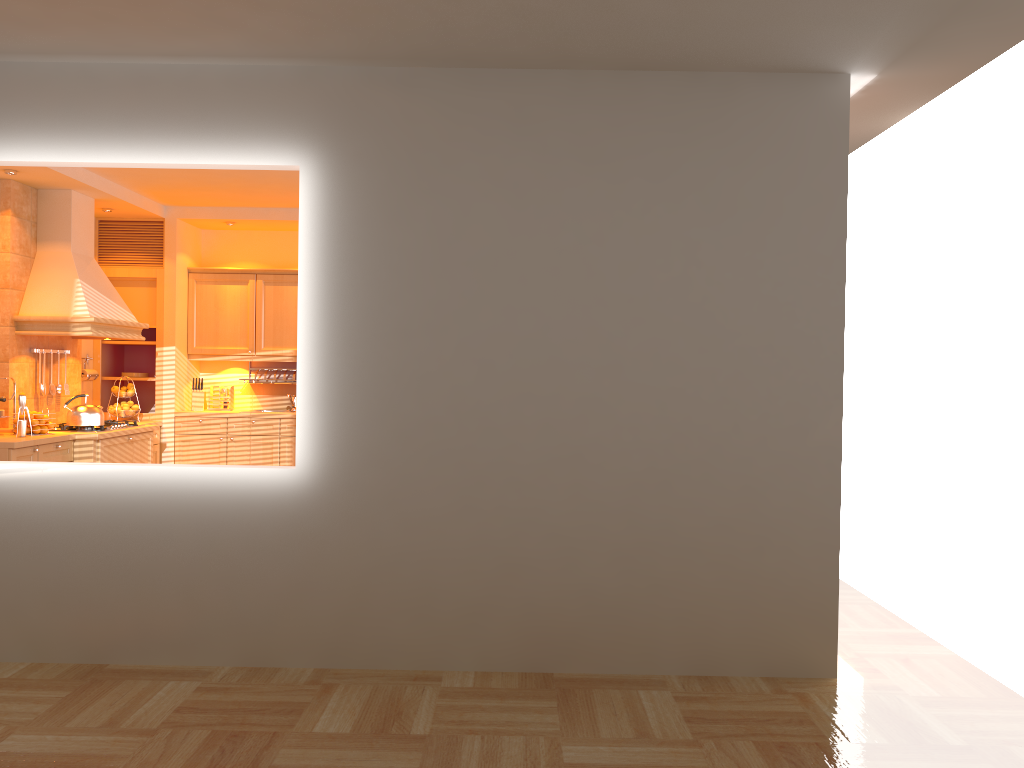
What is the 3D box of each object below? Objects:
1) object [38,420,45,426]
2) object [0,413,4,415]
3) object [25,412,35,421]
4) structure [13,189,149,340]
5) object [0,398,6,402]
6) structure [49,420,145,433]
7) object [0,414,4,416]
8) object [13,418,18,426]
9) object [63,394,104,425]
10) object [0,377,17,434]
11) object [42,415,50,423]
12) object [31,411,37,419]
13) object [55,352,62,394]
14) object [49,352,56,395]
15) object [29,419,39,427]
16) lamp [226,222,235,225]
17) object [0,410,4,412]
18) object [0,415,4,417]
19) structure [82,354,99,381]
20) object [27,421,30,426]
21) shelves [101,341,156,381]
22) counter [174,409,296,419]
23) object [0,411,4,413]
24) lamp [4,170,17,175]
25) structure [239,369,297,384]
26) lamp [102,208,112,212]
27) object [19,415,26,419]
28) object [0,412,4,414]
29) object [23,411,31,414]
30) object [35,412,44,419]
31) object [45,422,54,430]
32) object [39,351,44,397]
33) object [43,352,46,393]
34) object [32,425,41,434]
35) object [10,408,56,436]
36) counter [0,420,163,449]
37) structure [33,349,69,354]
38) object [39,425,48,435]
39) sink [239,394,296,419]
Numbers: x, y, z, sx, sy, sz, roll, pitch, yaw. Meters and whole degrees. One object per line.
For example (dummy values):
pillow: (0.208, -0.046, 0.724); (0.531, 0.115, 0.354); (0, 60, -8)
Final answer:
object: (-3.132, 0.255, 5.888); (0.062, 0.053, 0.052); (1, 1, 22)
object: (-3.415, 0.198, 5.797); (0.172, 0.011, 0.163); (1, 1, -30)
object: (-3.168, 0.215, 5.830); (0.052, 0.060, 0.057); (2, 1, 39)
structure: (-1.694, -0.806, 7.221); (4.091, 1.148, 1.061); (1, 1, -26)
object: (-3.417, 0.079, 5.737); (0.282, 0.095, 0.076); (1, 1, 0)
structure: (-3.119, 0.305, 6.544); (0.494, 0.051, 0.797); (1, 1, 0)
object: (-3.415, 0.205, 5.797); (0.172, 0.011, 0.163); (1, 1, -30)
object: (-3.261, 0.253, 5.857); (0.060, 0.055, 0.053); (1, 1, 4)
object: (-3.012, 0.178, 6.264); (0.242, 0.215, 0.251); (1, 1, -12)
object: (-3.426, 0.145, 5.679); (0.221, 0.379, 0.572); (1, 1, 0)
object: (-3.128, 0.233, 5.941); (0.053, 0.052, 0.061); (1, 1, -26)
object: (-3.180, 0.206, 5.898); (0.063, 0.053, 0.051); (0, 1, -38)
object: (-3.391, -0.083, 6.611); (0.037, 0.309, 0.077); (1, 1, 0)
object: (-3.374, -0.076, 6.516); (0.017, 0.320, 0.090); (1, 1, 0)
object: (-3.140, 0.254, 5.826); (0.053, 0.051, 0.063); (1, 1, 19)
lamp: (-2.441, -1.389, 7.685); (0.070, 0.021, 0.070); (0, 1, -39)
object: (-3.415, 0.178, 5.796); (0.172, 0.011, 0.163); (1, 1, -30)
object: (-3.416, 0.211, 5.797); (0.172, 0.011, 0.163); (1, 1, -30)
structure: (-3.503, -0.135, 7.293); (0.126, 0.220, 0.320); (1, 1, 0)
object: (-3.183, 0.251, 5.865); (0.051, 0.053, 0.064); (0, 1, -37)
shelves: (-3.264, -0.019, 7.850); (0.600, 0.702, 0.582); (1, 1, 0)
counter: (-1.969, 0.268, 7.835); (1.800, 0.038, 0.600); (1, 1, 0)
object: (-3.415, 0.185, 5.796); (0.172, 0.011, 0.163); (1, 1, -30)
lamp: (-3.258, -1.375, 5.764); (0.070, 0.021, 0.070); (1, 1, -16)
structure: (-1.962, -0.065, 7.980); (0.900, 0.126, 0.300); (1, 1, 0)
lamp: (-3.248, -1.394, 7.115); (0.070, 0.021, 0.070); (1, 1, -16)
object: (-3.220, 0.226, 5.844); (0.063, 0.051, 0.053); (1, 1, 6)
object: (-3.415, 0.191, 5.796); (0.172, 0.011, 0.163); (1, 1, -30)
object: (-3.241, 0.206, 5.943); (0.059, 0.060, 0.050); (0, 1, -40)
object: (-3.129, 0.211, 5.866); (0.053, 0.051, 0.063); (1, 1, 8)
object: (-3.108, 0.279, 5.958); (0.061, 0.054, 0.052); (1, 1, 27)
object: (-3.370, -0.072, 6.356); (0.028, 0.323, 0.055); (1, 1, 0)
object: (-3.380, -0.075, 6.414); (0.006, 0.319, 0.028); (1, 1, 0)
object: (-3.136, 0.301, 5.846); (0.052, 0.057, 0.060); (0, 1, -38)
object: (-3.187, 0.249, 5.906); (0.189, 0.174, 0.207); (1, 1, 15)
counter: (-3.195, 0.347, 6.420); (0.770, 0.038, 2.250); (1, 1, 0)
structure: (-3.387, -0.241, 6.535); (0.009, 0.024, 0.506); (1, 1, 0)
object: (-3.131, 0.306, 5.907); (0.074, 0.063, 0.064); (1, 1, -19)
sink: (-1.969, 0.255, 7.833); (0.746, 0.336, 0.465); (1, 1, 0)
